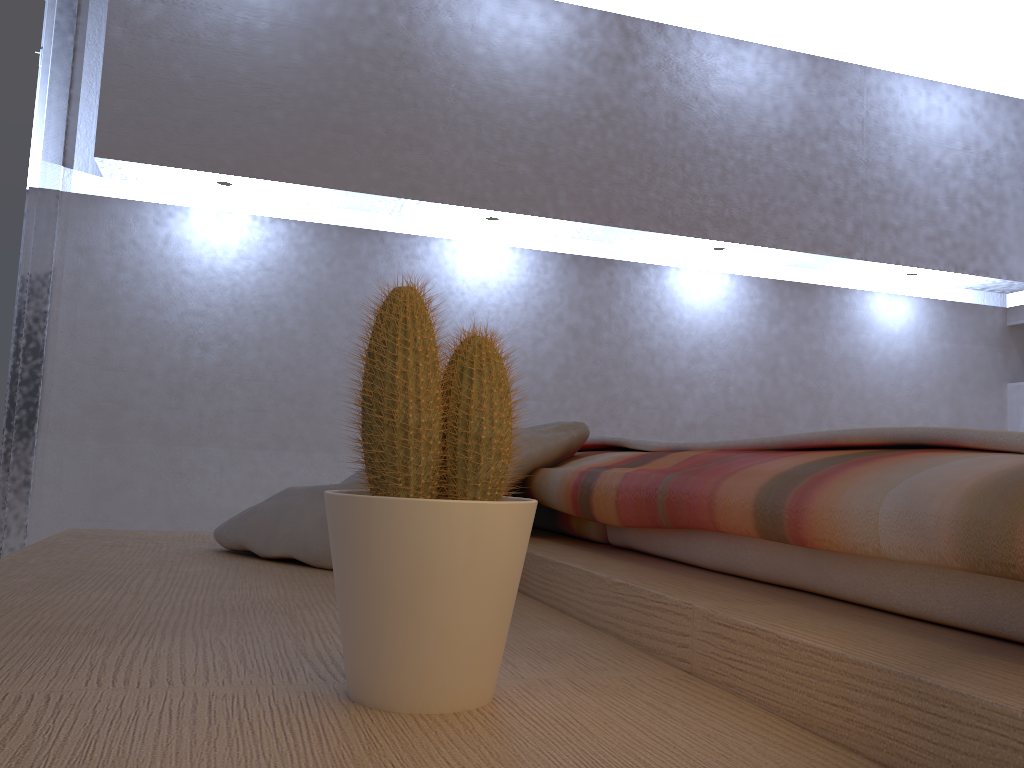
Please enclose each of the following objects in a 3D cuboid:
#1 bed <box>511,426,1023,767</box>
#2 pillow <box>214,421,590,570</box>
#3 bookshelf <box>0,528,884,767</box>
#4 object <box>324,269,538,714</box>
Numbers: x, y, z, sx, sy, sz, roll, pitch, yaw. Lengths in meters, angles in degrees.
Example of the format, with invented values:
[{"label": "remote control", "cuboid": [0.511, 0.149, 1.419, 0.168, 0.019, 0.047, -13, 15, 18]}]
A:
[{"label": "bed", "cuboid": [1.436, 0.182, 1.616, 3.009, 0.994, 2.087, 4, -6, -17]}, {"label": "pillow", "cuboid": [-0.167, 0.171, 1.455, 0.498, 0.241, 0.470, -2, -7, 38]}, {"label": "bookshelf", "cuboid": [-0.323, 0.391, 1.054, 0.643, 0.303, 1.495, 4, -6, -17]}, {"label": "object", "cuboid": [-0.054, 0.068, 0.603, 0.144, 0.294, 0.144, 2, -6, 8]}]
